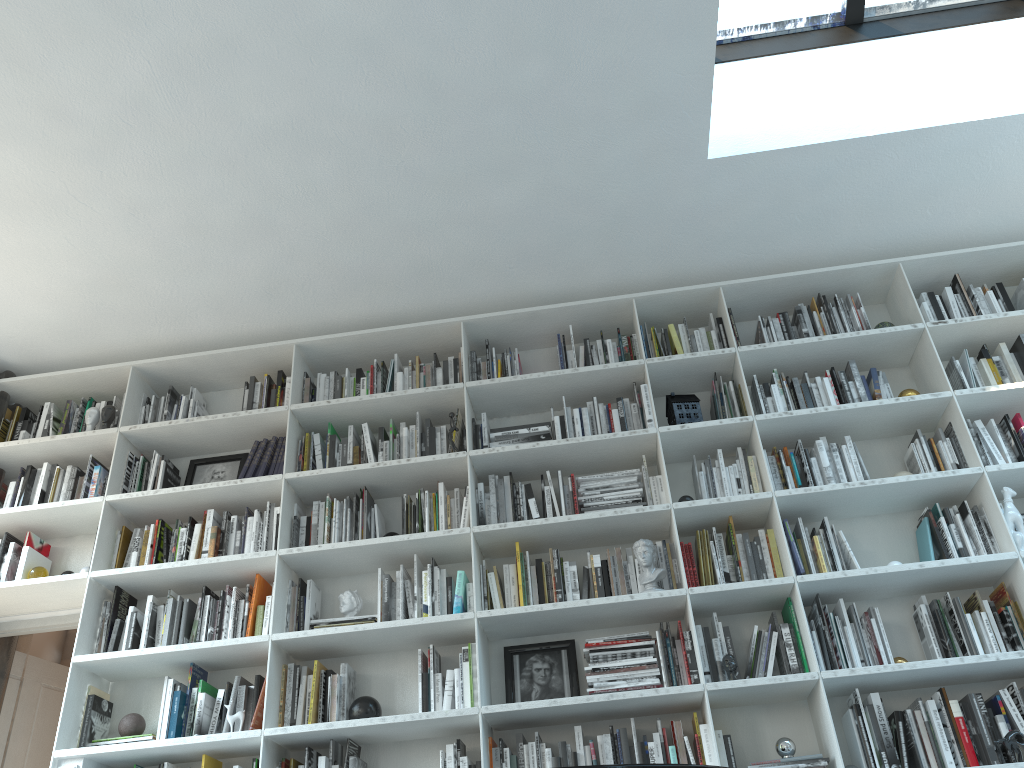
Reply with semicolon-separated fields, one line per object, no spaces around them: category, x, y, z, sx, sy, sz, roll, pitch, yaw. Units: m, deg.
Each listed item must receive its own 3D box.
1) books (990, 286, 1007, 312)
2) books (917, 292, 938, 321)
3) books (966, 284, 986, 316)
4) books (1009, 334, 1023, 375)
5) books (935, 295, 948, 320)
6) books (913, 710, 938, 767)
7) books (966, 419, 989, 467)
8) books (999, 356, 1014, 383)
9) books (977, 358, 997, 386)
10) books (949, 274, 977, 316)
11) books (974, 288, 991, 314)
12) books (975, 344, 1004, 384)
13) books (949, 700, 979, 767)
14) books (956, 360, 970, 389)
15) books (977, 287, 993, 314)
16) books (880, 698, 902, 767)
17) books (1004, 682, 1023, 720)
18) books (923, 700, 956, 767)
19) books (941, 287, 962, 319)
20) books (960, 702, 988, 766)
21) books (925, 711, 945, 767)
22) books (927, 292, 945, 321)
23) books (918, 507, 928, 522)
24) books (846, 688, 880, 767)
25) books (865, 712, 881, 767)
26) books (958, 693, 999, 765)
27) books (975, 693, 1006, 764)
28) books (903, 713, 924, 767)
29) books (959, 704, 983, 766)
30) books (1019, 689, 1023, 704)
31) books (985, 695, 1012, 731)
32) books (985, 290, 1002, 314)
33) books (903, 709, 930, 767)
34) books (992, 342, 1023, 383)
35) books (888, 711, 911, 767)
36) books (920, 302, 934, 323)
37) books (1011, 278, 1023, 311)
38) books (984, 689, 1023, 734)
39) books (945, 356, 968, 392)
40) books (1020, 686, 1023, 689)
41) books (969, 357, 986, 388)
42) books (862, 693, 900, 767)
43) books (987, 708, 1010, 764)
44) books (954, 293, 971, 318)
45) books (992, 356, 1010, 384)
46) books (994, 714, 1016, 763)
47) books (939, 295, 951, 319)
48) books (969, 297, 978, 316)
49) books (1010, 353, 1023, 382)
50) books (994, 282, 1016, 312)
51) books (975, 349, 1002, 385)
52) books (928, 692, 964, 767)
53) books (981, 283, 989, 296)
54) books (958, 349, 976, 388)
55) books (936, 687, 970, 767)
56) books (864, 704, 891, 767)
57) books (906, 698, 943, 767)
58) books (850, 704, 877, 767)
books;2.301;-0.317;4.201;0.012;0.252;0.161;-7;-33;4
books;1.973;-0.283;4.209;0.025;0.249;0.179;-7;-33;4
books;2.189;-0.316;4.195;0.014;0.260;0.169;-7;-33;4
books;2.287;-0.046;3.956;0.032;0.264;0.247;-7;-33;4
books;2.024;-0.279;4.203;0.024;0.229;0.169;-7;-33;4
books;1.503;1.332;3.256;0.024;0.227;0.160;-7;-33;4
books;2.004;0.315;3.836;0.015;0.299;0.141;-7;-33;4
books;2.218;0.011;4.007;0.024;0.235;0.147;-7;-33;4
books;2.125;0.020;3.983;0.025;0.206;0.176;-7;-33;4
books;2.143;-0.342;4.214;0.014;0.330;0.181;-7;-33;4
books;2.208;-0.307;4.187;0.022;0.235;0.173;-7;-33;4
books;2.167;-0.016;4.015;0.011;0.294;0.163;-7;-33;4
books;1.627;1.302;3.239;0.031;0.242;0.185;-7;-33;4
books;2.030;0.028;4.009;0.013;0.235;0.142;-7;-33;4
books;2.230;-0.313;4.198;0.021;0.252;0.152;-7;-33;4
books;1.378;1.321;3.267;0.010;0.275;0.175;-7;-33;4
books;1.869;1.257;3.246;0.013;0.292;0.135;-7;-33;4
books;1.550;1.308;3.248;0.025;0.251;0.182;-7;-33;4
books;2.085;-0.307;4.211;0.048;0.276;0.151;-7;-33;4
books;1.679;1.307;3.253;0.021;0.241;0.132;-7;-33;4
books;1.535;1.332;3.254;0.012;0.220;0.154;-7;-33;4
books;1.998;-0.285;4.201;0.026;0.240;0.185;-7;-33;4
books;1.746;0.666;3.660;0.016;0.288;0.136;-7;-33;4
books;1.299;1.309;3.276;0.010;0.314;0.188;-7;-33;4
books;1.317;1.353;3.275;0.015;0.239;0.153;-7;-33;4
books;1.700;1.287;3.243;0.026;0.261;0.174;-7;-33;4
books;1.726;1.287;3.247;0.026;0.261;0.170;-7;-33;4
books;1.457;1.339;3.251;0.011;0.216;0.176;-7;-33;4
books;1.656;1.309;3.248;0.025;0.236;0.157;-7;-33;4
books;1.887;1.267;3.238;0.021;0.263;0.151;-7;-33;4
books;1.791;1.283;3.236;0.012;0.247;0.165;-7;-33;4
books;2.252;-0.302;4.171;0.024;0.201;0.191;-7;-33;4
books;1.477;1.335;3.263;0.029;0.233;0.143;-7;-33;4
books;2.238;-0.025;4.001;0.026;0.286;0.157;-7;-33;4
books;1.418;1.338;3.257;0.065;0.230;0.163;-7;-33;4
books;1.950;-0.258;4.182;0.022;0.181;0.191;-7;-33;4
books;2.430;-0.348;4.172;0.019;0.254;0.170;-7;-33;4
books;1.828;1.268;3.234;0.070;0.265;0.187;-7;-33;4
books;2.018;0.023;4.017;0.012;0.252;0.161;-7;-33;4
books;1.917;1.263;3.251;0.012;0.281;0.144;-7;-33;4
books;2.101;0.018;4.016;0.026;0.249;0.131;-7;-33;4
books;1.357;1.311;3.265;0.030;0.293;0.189;-7;-33;4
books;1.752;1.307;3.232;0.022;0.210;0.136;-7;-33;4
books;2.126;-0.291;4.197;0.030;0.229;0.149;-7;-33;4
books;2.190;0.012;3.993;0.030;0.223;0.158;-7;-33;4
books;1.775;1.313;3.217;0.025;0.180;0.170;-7;-33;4
books;2.051;-0.281;4.221;0.027;0.248;0.140;-7;-33;4
books;2.172;-0.286;4.202;0.030;0.219;0.134;-7;-33;4
books;2.266;-0.003;3.994;0.025;0.237;0.143;-7;-33;4
books;2.320;-0.328;4.190;0.030;0.256;0.165;-7;-33;4
books;2.149;-0.003;3.999;0.026;0.259;0.168;-7;-33;4
books;1.595;1.299;3.269;0.012;0.283;0.160;-7;-33;4
books;2.270;-0.322;4.213;0.012;0.277;0.154;-7;-33;4
books;2.060;0.005;4.020;0.051;0.280;0.167;-7;-33;4
books;1.603;1.283;3.252;0.012;0.291;0.176;-7;-33;4
books;1.332;1.331;3.258;0.023;0.255;0.179;-7;-33;4
books;1.520;1.312;3.263;0.014;0.266;0.172;-7;-33;4
books;1.284;1.333;3.261;0.023;0.261;0.187;-7;-33;4
